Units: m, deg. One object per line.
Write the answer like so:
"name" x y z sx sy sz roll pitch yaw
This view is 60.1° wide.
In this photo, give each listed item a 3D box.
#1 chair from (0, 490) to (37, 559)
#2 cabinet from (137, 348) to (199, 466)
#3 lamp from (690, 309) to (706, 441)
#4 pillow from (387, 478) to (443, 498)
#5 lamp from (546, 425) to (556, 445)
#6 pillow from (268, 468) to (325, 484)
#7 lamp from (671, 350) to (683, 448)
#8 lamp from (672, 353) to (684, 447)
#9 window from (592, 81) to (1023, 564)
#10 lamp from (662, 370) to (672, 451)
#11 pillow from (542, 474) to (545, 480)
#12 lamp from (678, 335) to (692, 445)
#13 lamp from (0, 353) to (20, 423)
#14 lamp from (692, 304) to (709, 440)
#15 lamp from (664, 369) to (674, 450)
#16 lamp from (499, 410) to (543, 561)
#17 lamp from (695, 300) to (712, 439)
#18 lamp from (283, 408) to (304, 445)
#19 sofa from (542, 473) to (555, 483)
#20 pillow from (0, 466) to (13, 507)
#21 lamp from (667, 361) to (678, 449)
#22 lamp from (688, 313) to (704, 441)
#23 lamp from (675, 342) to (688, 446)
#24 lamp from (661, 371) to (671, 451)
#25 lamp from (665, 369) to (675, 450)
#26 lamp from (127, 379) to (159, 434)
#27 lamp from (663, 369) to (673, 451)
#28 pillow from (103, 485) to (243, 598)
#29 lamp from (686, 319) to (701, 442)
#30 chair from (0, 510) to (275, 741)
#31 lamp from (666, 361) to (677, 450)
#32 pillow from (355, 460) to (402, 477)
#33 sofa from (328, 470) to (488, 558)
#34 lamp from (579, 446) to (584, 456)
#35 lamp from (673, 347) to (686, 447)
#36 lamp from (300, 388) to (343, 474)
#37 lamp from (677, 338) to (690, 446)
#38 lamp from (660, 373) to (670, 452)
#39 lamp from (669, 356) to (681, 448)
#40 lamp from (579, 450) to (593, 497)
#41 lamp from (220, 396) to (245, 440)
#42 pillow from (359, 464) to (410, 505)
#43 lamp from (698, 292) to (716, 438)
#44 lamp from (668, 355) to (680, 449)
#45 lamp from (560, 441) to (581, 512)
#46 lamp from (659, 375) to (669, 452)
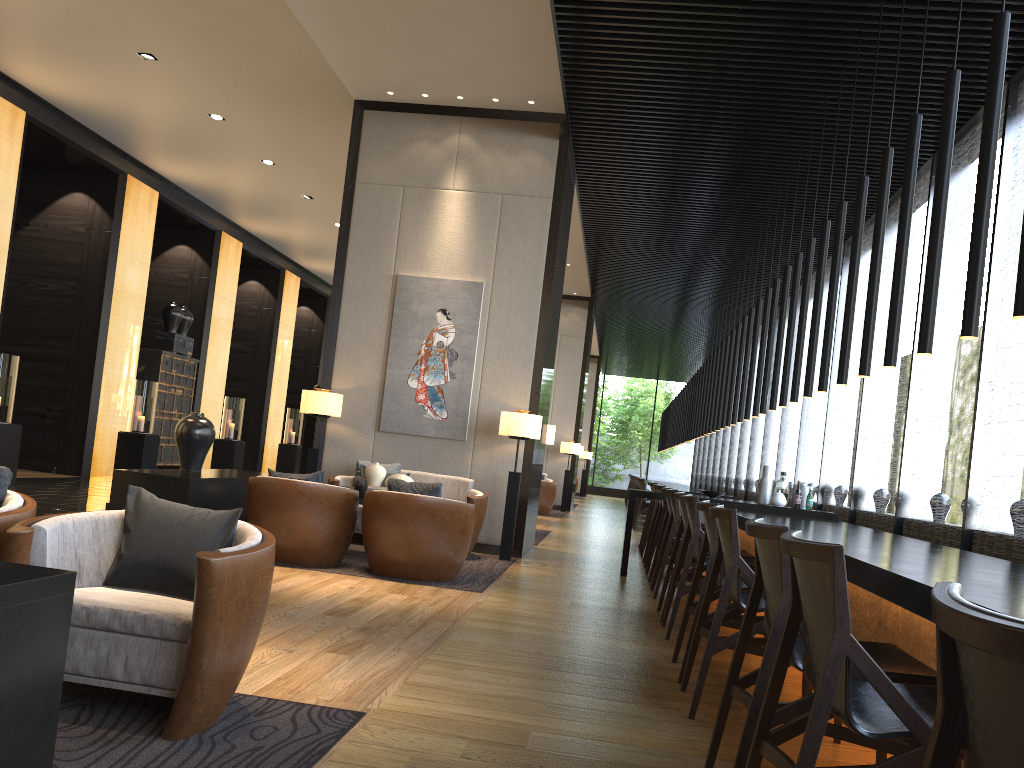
"chair" -2.011 0.644 2.963 0.803 0.603 0.608 6 -3 7
"cabinet" -5.578 0.473 13.968 0.547 1.920 1.190 6 -2 7
"lamp" 3.329 -0.194 15.779 0.060 2.417 0.060 7 -1 -28
"pillow" -0.680 0.836 6.103 0.398 0.361 0.223 6 -2 7
"lamp" 0.225 1.081 9.751 0.375 1.349 0.375 7 -2 -3
"pillow" -1.528 0.751 6.203 0.441 0.337 0.205 6 -2 14
"lamp" 3.959 0.322 21.189 0.060 2.417 0.060 7 -1 -28
"lamp" 3.898 0.273 20.668 0.060 2.417 0.060 7 -1 -28
"window" -1.513 -0.239 13.745 12.043 4.219 31.992 6 -5 7
"lamp" 4.431 0.710 25.245 0.060 2.417 0.060 6 -1 12
"pillow" 0.344 1.677 14.911 0.398 0.361 0.223 6 -2 7
"lamp" 3.661 0.078 18.632 0.060 2.417 0.060 7 -1 -28
"lamp" -5.510 0.039 9.488 0.337 0.728 0.336 7 -2 -20
"lamp" 3.271 -0.242 15.276 0.060 2.417 0.060 7 -1 -28
"lamp" 4.313 0.614 24.238 0.060 2.417 0.060 7 -1 -28
"lamp" 0.016 0.910 7.956 0.374 1.349 0.376 5 -2 37
"lamp" 3.212 -0.291 14.772 0.060 2.417 0.060 7 -1 -28
"lamp" -4.493 0.874 18.233 0.336 0.728 0.337 6 -2 9
"sofa" 0.082 1.974 16.783 1.447 0.692 0.604 6 -3 7
"pillow" -1.971 0.440 3.085 0.398 0.361 0.223 6 -2 7
"lamp" 4.136 0.468 22.713 0.060 2.417 0.060 7 -1 -28
"lamp" 3.381 -0.152 16.223 0.060 2.417 0.060 7 -1 -28
"lamp" 3.780 0.176 19.655 0.060 2.417 0.060 7 -1 -28
"lamp" 4.486 0.756 25.723 0.060 2.417 0.060 6 -1 12
"lamp" 4.254 0.565 23.729 0.060 2.417 0.060 7 -1 -28
"lamp" -5.171 0.317 12.403 0.336 0.728 0.338 6 -2 12
"lamp" 4.372 0.662 24.742 0.060 2.417 0.060 6 -1 12
"pillow" -1.125 0.533 2.985 0.441 0.337 0.205 6 -2 14
"lamp" 3.434 -0.109 16.676 0.060 2.417 0.060 7 -1 -28
"chair" -1.166 0.732 2.862 0.803 0.603 0.608 6 -3 7
"lamp" 4.195 0.516 23.218 0.060 2.417 0.060 7 -1 -28
"pillow" -1.238 0.909 8.117 0.433 0.399 0.201 7 -2 -15
"sofa" -0.943 1.133 7.975 1.447 0.692 0.604 6 -3 7
"lamp" 1.256 1.928 18.612 0.374 1.349 0.376 6 -2 26
"lamp" 3.839 0.225 20.163 0.060 2.417 0.060 7 -1 -28
"lamp" -1.822 0.719 8.177 0.376 1.346 0.374 7 -2 -32
"lamp" 3.721 0.127 19.144 0.060 2.417 0.060 7 -1 -28
"lamp" 4.545 0.804 26.232 0.060 2.417 0.060 6 -1 12
"lamp" 4.018 0.371 21.699 0.060 2.417 0.060 7 -1 -28
"lamp" 2.085 2.609 25.745 0.374 1.349 0.376 5 -2 37
"lamp" -4.832 0.596 15.318 0.336 0.728 0.337 6 -2 9
"pillow" -1.159 0.925 7.951 0.471 0.360 0.220 6 -2 4
"lamp" 3.153 -0.339 14.263 0.060 2.417 0.060 6 -1 2
"lamp" 4.077 0.420 22.208 0.060 2.417 0.060 7 -1 -28
"lamp" 1.047 1.756 16.817 0.374 1.349 0.376 6 -2 26
"lamp" 4.604 0.852 26.736 0.060 2.417 0.060 6 -1 12
